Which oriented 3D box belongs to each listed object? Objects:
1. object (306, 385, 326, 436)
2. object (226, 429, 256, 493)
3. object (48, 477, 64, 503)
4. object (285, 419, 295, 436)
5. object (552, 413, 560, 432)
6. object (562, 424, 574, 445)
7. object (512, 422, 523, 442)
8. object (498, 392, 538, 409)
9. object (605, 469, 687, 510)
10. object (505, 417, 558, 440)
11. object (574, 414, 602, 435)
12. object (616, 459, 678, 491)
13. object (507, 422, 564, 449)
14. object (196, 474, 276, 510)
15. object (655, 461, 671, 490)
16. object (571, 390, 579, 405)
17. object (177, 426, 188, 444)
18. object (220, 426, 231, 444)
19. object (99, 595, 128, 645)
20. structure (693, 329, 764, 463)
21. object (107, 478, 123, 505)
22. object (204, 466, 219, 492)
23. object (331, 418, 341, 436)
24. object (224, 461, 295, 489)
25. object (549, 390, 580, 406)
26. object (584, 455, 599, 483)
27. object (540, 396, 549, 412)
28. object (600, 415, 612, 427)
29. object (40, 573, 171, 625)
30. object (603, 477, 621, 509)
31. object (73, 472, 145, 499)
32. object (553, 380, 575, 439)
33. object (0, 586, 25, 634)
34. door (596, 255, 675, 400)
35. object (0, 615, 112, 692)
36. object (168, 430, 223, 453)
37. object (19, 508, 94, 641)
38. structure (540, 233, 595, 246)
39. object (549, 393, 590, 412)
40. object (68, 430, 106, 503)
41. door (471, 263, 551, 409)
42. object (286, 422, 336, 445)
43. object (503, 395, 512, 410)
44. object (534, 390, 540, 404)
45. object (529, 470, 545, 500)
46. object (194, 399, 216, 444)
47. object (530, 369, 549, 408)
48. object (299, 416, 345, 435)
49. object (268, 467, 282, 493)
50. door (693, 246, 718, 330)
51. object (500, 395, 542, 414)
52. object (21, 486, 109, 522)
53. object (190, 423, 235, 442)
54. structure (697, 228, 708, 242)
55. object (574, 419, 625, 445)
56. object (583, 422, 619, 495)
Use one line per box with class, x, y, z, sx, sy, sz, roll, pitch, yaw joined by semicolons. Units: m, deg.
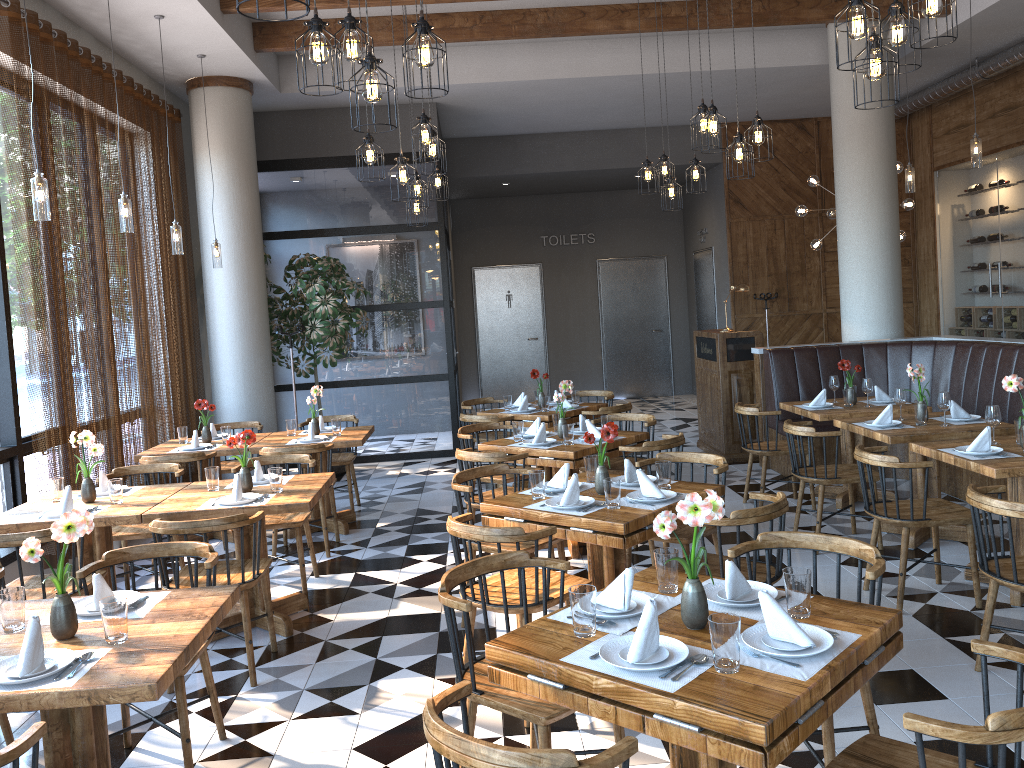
object;-1.568;0.215;7.114;0.146;0.399;0.207;-4;3;-10
object;-1.485;0.428;4.895;0.156;0.354;0.171;-5;3;-23
object;-2.569;0.599;5.004;0.080;0.132;0.080;-2;4;33
object;-1.798;0.356;7.206;0.080;0.132;0.080;-5;3;-17
object;0.334;0.284;6.467;0.080;0.132;0.080;-3;3;13
object;0.373;0.336;5.852;0.080;0.132;0.080;-3;3;13
object;0.043;0.331;6.146;0.080;0.132;0.080;-3;3;13
object;0.071;0.144;8.224;0.272;0.137;0.353;1;6;43
object;0.642;0.469;4.126;0.272;0.137;0.353;1;6;43
object;0.157;0.304;6.344;0.272;0.137;0.353;1;6;43
object;0.534;0.278;6.362;0.352;0.137;0.272;1;6;43
object;0.619;0.437;4.503;0.352;0.137;0.272;1;6;43
object;0.179;0.336;5.967;0.352;0.137;0.272;1;6;43
object;-1.459;0.554;4.687;0.352;0.137;0.272;-4;5;-2
object;0.742;0.447;4.329;0.080;0.132;0.080;-4;3;3
object;0.578;0.128;8.064;0.080;0.132;0.080;-2;4;23
object;-2.664;0.414;7.171;0.080;0.132;0.080;-3;3;13
object;-2.260;0.403;7.008;0.080;0.132;0.080;-3;3;13
object;-1.203;0.717;2.687;0.080;0.132;0.080;-5;3;-17
structure;2.369;0.078;9.371;0.645;1.297;1.048;-4;4;-2
object;-2.165;0.588;4.842;0.080;0.132;0.080;-2;4;33
object;-1.703;0.541;5.040;0.080;0.132;0.080;-5;3;-17
object;-1.395;0.344;7.043;0.080;0.132;0.080;-5;3;-17
object;-1.488;0.509;5.219;0.352;0.137;0.272;-4;5;-2
object;0.449;0.118;8.242;0.352;0.137;0.272;1;6;43
object;0.416;0.443;4.612;0.080;0.132;0.080;-4;3;3
object;0.290;0.175;7.732;0.080;0.132;0.080;-3;3;13
object;0.660;0.288;6.184;0.080;0.132;0.080;-3;3;13
object;-1.392;0.696;3.026;0.352;0.137;0.272;-4;5;-2
object;0.454;0.495;3.997;0.080;0.132;0.080;-3;3;13
object;-2.374;0.569;5.183;0.352;0.137;0.272;-4;5;-2
object;0.369;0.176;6.149;0.146;0.399;0.207;-3;3;9
object;-1.607;0.728;2.850;0.080;0.132;0.080;-5;3;-17
door;2.098;-0.952;15.008;1.207;2.389;0.114;-4;3;-2
object;-1.363;0.741;2.494;0.352;0.137;0.272;-4;5;-2
object;-2.440;0.429;6.809;0.352;0.137;0.272;-4;5;-2
object;-1.387;0.591;2.725;0.207;0.399;0.146;-6;4;-38
structure;0.937;-2.426;14.904;0.916;0.165;0.035;-4;3;-2
object;0.471;0.150;7.865;0.272;0.137;0.353;1;6;43
object;-2.362;0.457;4.943;0.206;0.399;0.146;-4;3;1
door;-0.010;-0.810;14.922;1.207;2.389;0.114;-4;3;-2
object;-1.554;0.369;6.845;0.352;0.137;0.272;-4;5;-2
object;-0.040;0.171;8.026;0.080;0.132;0.080;-5;4;-27
object;0.252;0.124;8.347;0.080;0.132;0.080;-2;4;23
object;0.124;0.490;4.291;0.080;0.132;0.080;-4;3;3
object;-2.455;0.295;7.105;0.156;0.354;0.171;-5;3;-26
object;0.244;0.037;8.068;0.171;0.354;0.156;-1;4;45
object;-1.583;0.324;7.377;0.352;0.137;0.272;-4;5;-2
object;-1.300;0.529;4.877;0.080;0.132;0.080;-5;3;-17
door;3.036;-0.911;13.863;0.114;2.389;1.209;-4;3;-2
object;0.094;0.175;7.847;0.352;0.137;0.272;1;6;43
object;-2.345;0.614;4.651;0.352;0.137;0.272;-4;5;-2
object;-2.469;0.384;7.341;0.352;0.137;0.272;-4;5;-2
structure;2.964;-2.306;13.756;0.025;0.196;0.567;-4;5;-2
object;0.557;0.310;5.985;0.272;0.137;0.353;1;6;43
object;0.449;0.360;4.265;0.156;0.354;0.171;-6;4;-37
